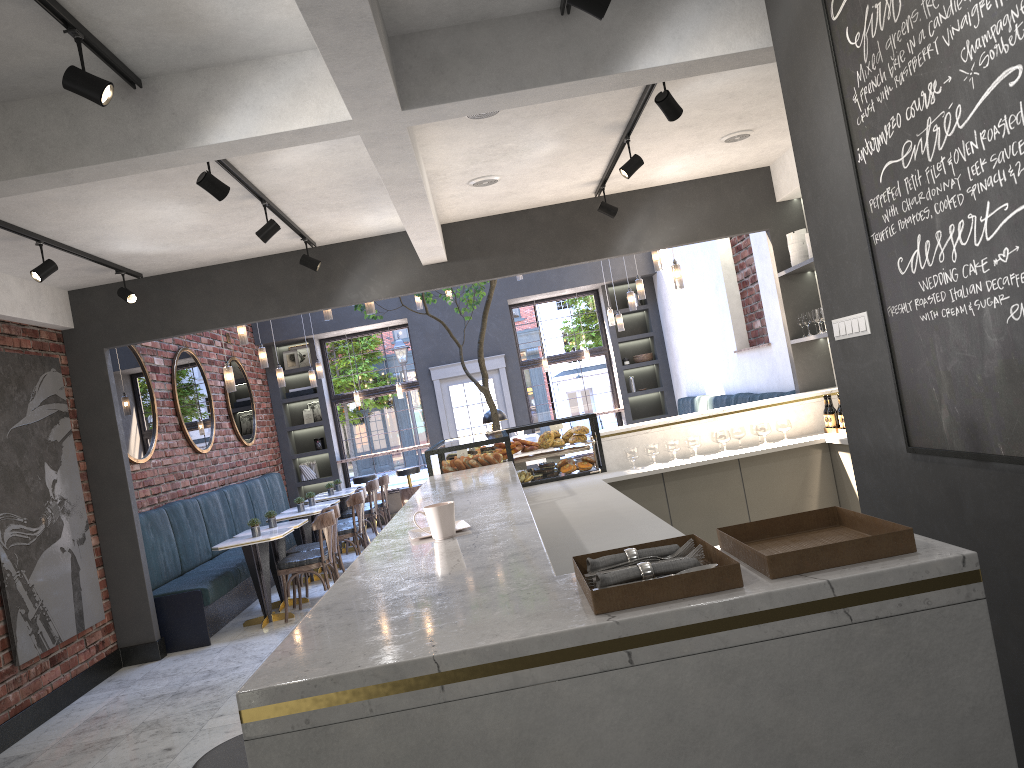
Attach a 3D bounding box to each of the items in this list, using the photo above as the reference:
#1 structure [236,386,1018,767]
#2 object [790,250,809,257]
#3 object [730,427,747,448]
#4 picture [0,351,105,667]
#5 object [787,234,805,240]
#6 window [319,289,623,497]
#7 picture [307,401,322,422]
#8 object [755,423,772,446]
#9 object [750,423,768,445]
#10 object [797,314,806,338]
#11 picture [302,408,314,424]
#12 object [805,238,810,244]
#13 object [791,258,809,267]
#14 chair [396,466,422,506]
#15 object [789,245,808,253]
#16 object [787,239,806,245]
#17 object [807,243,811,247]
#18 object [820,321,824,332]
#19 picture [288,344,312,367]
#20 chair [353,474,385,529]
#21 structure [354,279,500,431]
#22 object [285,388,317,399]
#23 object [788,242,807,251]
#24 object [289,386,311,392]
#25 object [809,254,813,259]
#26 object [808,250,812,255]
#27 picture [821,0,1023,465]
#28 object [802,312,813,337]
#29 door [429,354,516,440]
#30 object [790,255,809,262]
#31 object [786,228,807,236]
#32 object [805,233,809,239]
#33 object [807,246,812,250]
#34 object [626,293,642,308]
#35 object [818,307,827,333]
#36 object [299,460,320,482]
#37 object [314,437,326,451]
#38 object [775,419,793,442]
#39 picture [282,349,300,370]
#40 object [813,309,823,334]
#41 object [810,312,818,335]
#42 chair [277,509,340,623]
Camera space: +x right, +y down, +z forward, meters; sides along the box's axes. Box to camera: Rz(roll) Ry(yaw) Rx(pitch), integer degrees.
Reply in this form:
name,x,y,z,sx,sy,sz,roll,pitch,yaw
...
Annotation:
name,x,y,z,sx,sy,sz,roll,pitch,yaw
structure,1.197,0.724,4.209,3.205,1.300,5.806,-10,-1,-2
object,2.257,-1.009,6.940,0.153,0.062,0.153,-11,-1,28
object,1.692,0.398,6.612,0.114,0.147,0.114,-10,-1,3
picture,-3.271,0.762,5.373,0.033,2.027,2.821,-10,-1,-2
object,2.233,-1.134,6.935,0.153,0.067,0.153,-12,-2,45
window,-0.717,-1.371,7.683,6.405,5.364,12.712,-10,-1,-2
picture,-3.021,0.431,13.696,0.247,0.326,0.044,-10,-1,-1
object,1.844,0.368,6.484,0.114,0.147,0.114,-10,-1,3
object,1.841,0.371,6.616,0.114,0.147,0.114,-10,-1,3
object,2.311,-0.465,7.061,0.070,0.188,0.070,-10,-1,-10
picture,-3.138,0.503,13.667,0.161,0.227,0.049,-10,-1,-1
object,2.308,-1.086,6.721,0.153,0.060,0.153,-10,-1,-19
object,2.266,-0.943,6.943,0.153,0.055,0.153,-9,-2,-40
chair,-1.491,1.660,13.255,0.371,0.821,0.371,-10,-1,-39
object,2.249,-1.040,6.940,0.154,0.075,0.153,-10,-1,-34
object,2.236,-1.104,6.937,0.154,0.076,0.153,-11,-1,20
object,2.315,-1.057,6.722,0.154,0.075,0.153,-10,-1,-34
object,2.422,-0.487,6.946,0.070,0.188,0.070,-10,-1,-10
picture,-3.245,-0.417,13.696,0.361,0.369,0.055,-10,-1,-1
chair,-2.127,1.777,13.261,0.370,0.821,0.372,-10,-1,-39
structure,-0.444,-1.248,9.044,3.747,5.988,2.804,-11,-1,42
object,-3.204,0.145,13.492,0.412,0.084,0.286,-10,-1,-1
object,2.242,-1.069,6.939,0.153,0.060,0.153,-10,-1,-19
object,-3.220,0.086,13.504,0.327,0.039,0.227,-10,-1,-11
object,2.332,-0.960,6.725,0.153,0.055,0.153,-9,-2,-40
object,2.328,-0.996,6.723,0.153,0.074,0.154,-10,-1,2
picture,1.193,-0.647,2.428,0.014,1.753,1.147,-10,-1,-2
object,2.314,-0.468,6.943,0.070,0.188,0.070,-10,-1,-10
door,-0.464,0.755,13.033,1.132,2.219,0.152,-10,-1,-1
object,2.261,-0.979,6.941,0.153,0.074,0.154,-10,-1,2
object,2.224,-1.165,6.935,0.153,0.070,0.153,-9,-2,-45
object,2.303,-1.121,6.719,0.154,0.076,0.153,-11,-1,20
object,2.323,-1.026,6.722,0.153,0.062,0.153,-11,-1,28
object,1.881,-1.281,13.680,0.214,0.215,0.213,-11,-1,8
object,2.322,-0.477,6.589,0.070,0.188,0.070,-11,-1,12
object,-3.089,1.303,13.482,0.250,0.323,0.241,-10,-1,-2
object,-2.923,0.912,13.478,0.152,0.181,0.152,-11,-1,36
object,1.992,0.341,6.488,0.114,0.147,0.114,-10,-1,3
picture,-3.402,-0.364,13.656,0.230,0.313,0.061,-10,-1,-1
object,2.319,-0.474,6.707,0.070,0.188,0.070,-10,-1,-10
object,2.419,-0.484,7.064,0.070,0.188,0.070,-10,-1,-10
chair,-1.747,1.569,7.752,0.521,0.851,0.538,-10,-1,0
